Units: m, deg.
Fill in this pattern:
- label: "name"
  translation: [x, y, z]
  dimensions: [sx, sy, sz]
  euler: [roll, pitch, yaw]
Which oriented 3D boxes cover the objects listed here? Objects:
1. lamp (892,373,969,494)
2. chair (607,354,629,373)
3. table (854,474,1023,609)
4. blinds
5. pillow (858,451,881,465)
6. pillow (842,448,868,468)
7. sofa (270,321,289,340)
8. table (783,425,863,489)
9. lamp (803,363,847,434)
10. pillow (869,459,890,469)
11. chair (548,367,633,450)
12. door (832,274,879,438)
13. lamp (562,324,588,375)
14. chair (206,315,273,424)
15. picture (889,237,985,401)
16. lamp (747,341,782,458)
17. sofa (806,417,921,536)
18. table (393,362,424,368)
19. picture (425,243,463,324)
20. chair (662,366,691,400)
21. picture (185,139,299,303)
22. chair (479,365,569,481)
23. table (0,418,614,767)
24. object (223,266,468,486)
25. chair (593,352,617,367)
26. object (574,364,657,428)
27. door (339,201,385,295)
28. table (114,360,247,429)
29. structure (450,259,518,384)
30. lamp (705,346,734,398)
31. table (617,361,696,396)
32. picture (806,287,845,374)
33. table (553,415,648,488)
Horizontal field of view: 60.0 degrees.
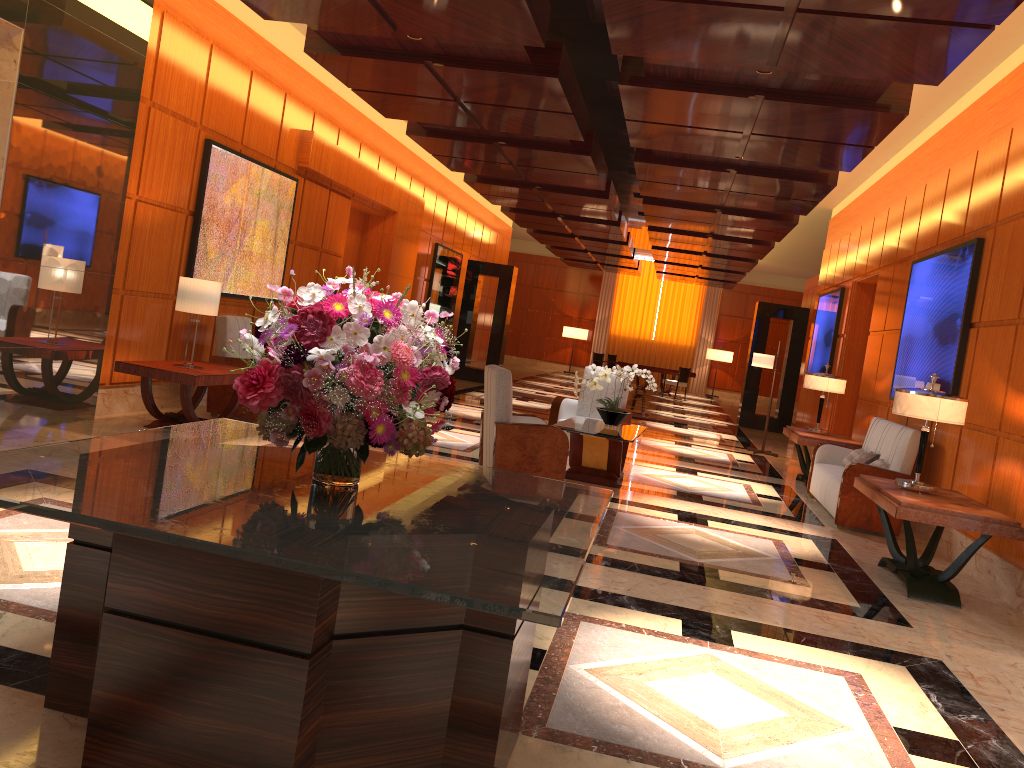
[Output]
- label: "lamp"
  translation: [2.798, 0.325, 6.003]
  dimensions: [0.459, 0.809, 0.458]
  euler: [10, 2, 19]
- label: "chair"
  translation: [3.035, -0.400, 25.882]
  dimensions: [0.578, 0.893, 0.583]
  euler: [11, 3, 38]
- label: "table"
  translation: [2.732, 1.040, 5.877]
  dimensions: [0.726, 0.606, 1.271]
  euler: [9, 3, 10]
- label: "blinds"
  translation: [4.683, -1.969, 29.062]
  dimensions: [3.857, 4.060, 0.149]
  euler: [9, 2, 10]
- label: "pillow"
  translation: [3.344, 0.755, 8.340]
  dimensions: [0.160, 0.252, 0.358]
  euler: [9, 3, 6]
- label: "pillow"
  translation: [3.392, 0.743, 8.773]
  dimensions: [0.195, 0.226, 0.344]
  euler: [10, 3, 15]
- label: "sofa"
  translation: [-2.373, -0.224, 10.271]
  dimensions: [0.613, 0.931, 1.800]
  euler: [9, 3, 10]
- label: "table"
  translation: [3.479, 0.877, 10.032]
  dimensions: [0.726, 0.606, 1.271]
  euler: [9, 3, 10]
- label: "lamp"
  translation: [3.533, 0.157, 10.092]
  dimensions: [0.457, 0.793, 0.460]
  euler: [8, 2, -28]
- label: "pillow"
  translation: [3.229, 0.781, 7.906]
  dimensions: [0.202, 0.229, 0.273]
  euler: [9, 3, 12]
- label: "chair"
  translation: [0.885, 0.305, 9.747]
  dimensions: [0.740, 0.960, 0.627]
  euler: [10, 3, 29]
- label: "door"
  translation: [4.681, -0.085, 11.728]
  dimensions: [0.341, 2.648, 1.538]
  euler: [9, 2, 10]
- label: "lamp"
  translation: [1.987, -1.154, 28.904]
  dimensions: [0.809, 1.659, 0.814]
  euler: [7, 3, -40]
- label: "chair"
  translation: [-2.547, -0.156, 8.659]
  dimensions: [0.629, 0.960, 0.738]
  euler: [9, 2, 9]
- label: "picture"
  translation: [3.884, -0.512, 8.215]
  dimensions: [0.056, 1.450, 1.997]
  euler: [9, 3, 10]
- label: "lamp"
  translation: [3.672, 0.185, 12.829]
  dimensions: [0.526, 1.659, 0.360]
  euler: [9, 2, 0]
- label: "sofa"
  translation: [3.268, 0.783, 8.334]
  dimensions: [0.613, 0.931, 1.800]
  euler: [9, 3, 10]
- label: "table"
  translation: [-1.804, -0.070, 12.412]
  dimensions: [0.726, 0.533, 1.168]
  euler: [10, 3, 13]
- label: "picture"
  translation: [-1.325, -1.941, 17.447]
  dimensions: [0.056, 1.450, 1.997]
  euler: [9, 3, 10]
- label: "chair"
  translation: [4.424, -0.040, 23.726]
  dimensions: [0.583, 0.893, 0.578]
  euler: [7, 3, -37]
- label: "picture"
  translation: [-2.786, -1.622, 9.316]
  dimensions: [0.056, 1.450, 1.997]
  euler: [9, 3, 10]
- label: "chair"
  translation: [0.068, 0.371, 6.864]
  dimensions: [0.628, 0.960, 0.740]
  euler: [8, 2, -11]
- label: "table"
  translation: [-0.595, 0.665, 2.678]
  dimensions: [1.602, 0.744, 1.601]
  euler: [9, 3, 10]
- label: "object"
  translation: [-0.485, -0.030, 2.678]
  dimensions: [0.650, 0.657, 0.681]
  euler: [9, 3, 1]
- label: "chair"
  translation: [2.507, -0.406, 24.740]
  dimensions: [0.583, 0.893, 0.578]
  euler: [7, 3, -42]
- label: "object"
  translation: [0.965, 0.095, 8.336]
  dimensions: [0.787, 0.616, 0.418]
  euler: [8, 2, -13]
- label: "door"
  translation: [-2.462, -1.280, 12.993]
  dimensions: [0.341, 2.648, 1.500]
  euler: [9, 2, 10]
- label: "table"
  translation: [-2.690, 0.123, 7.480]
  dimensions: [0.726, 0.533, 1.168]
  euler: [10, 3, 13]
- label: "structure"
  translation: [-0.581, -1.287, 18.602]
  dimensions: [0.986, 2.495, 0.500]
  euler: [9, 2, 10]
- label: "lamp"
  translation: [6.503, -0.398, 28.092]
  dimensions: [0.809, 1.659, 0.814]
  euler: [7, 3, -40]
- label: "table"
  translation: [3.976, -0.108, 24.643]
  dimensions: [2.103, 0.740, 0.786]
  euler: [8, 3, -19]
- label: "picture"
  translation: [4.920, -0.738, 13.984]
  dimensions: [0.056, 1.450, 1.997]
  euler: [9, 3, 10]
- label: "table"
  translation: [0.803, 0.640, 8.245]
  dimensions: [0.723, 0.495, 1.560]
  euler: [10, 4, 13]
